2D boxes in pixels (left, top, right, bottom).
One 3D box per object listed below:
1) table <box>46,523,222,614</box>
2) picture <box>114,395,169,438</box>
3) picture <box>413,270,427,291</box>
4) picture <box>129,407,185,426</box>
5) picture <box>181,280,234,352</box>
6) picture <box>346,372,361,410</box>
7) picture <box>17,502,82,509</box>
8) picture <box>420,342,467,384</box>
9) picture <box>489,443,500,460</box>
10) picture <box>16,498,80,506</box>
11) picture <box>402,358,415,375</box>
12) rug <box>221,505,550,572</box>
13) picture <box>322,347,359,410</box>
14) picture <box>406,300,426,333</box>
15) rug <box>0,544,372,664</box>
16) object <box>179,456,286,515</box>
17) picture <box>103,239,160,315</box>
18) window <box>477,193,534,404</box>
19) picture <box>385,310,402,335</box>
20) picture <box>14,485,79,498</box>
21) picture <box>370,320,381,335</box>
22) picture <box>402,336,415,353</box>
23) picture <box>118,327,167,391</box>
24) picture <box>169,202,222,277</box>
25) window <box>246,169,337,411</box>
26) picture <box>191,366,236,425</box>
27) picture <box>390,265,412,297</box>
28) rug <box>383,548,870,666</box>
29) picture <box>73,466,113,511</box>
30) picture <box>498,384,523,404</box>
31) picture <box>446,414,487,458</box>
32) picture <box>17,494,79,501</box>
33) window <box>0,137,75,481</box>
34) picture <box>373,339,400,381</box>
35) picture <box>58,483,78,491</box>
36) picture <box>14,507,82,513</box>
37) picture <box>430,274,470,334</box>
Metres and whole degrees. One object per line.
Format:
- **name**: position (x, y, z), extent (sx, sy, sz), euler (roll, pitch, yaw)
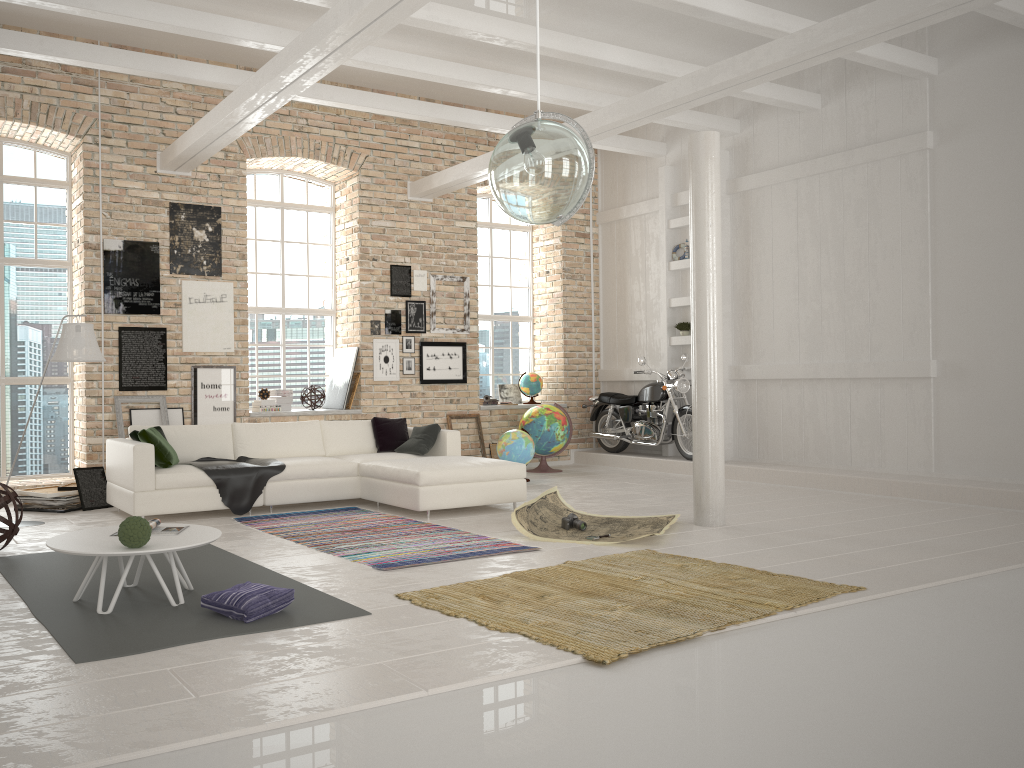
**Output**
- **table**: position (-2.026, 0.994, 4.809), extent (0.875, 0.342, 0.947), euler (-1, 0, -19)
- **picture**: position (-3.878, 0.414, 9.378), extent (0.512, 0.582, 0.301), euler (-1, 0, -33)
- **picture**: position (-1.157, -1.305, 11.245), extent (0.183, 0.259, 0.013), euler (-1, 0, -32)
- **picture**: position (-3.777, 0.542, 9.522), extent (0.541, 0.568, 0.156), euler (-1, 0, -32)
- **picture**: position (-3.364, -0.744, 9.871), extent (0.555, 0.784, 0.039), euler (-1, 0, -32)
- **picture**: position (-1.993, 0.089, 10.898), extent (0.162, 0.460, 0.385), euler (-1, 0, -35)
- **picture**: position (-4.341, 1.134, 8.675), extent (0.594, 0.048, 0.776), euler (-1, 0, 2)
- **picture**: position (-0.879, -0.270, 11.395), extent (0.671, 0.535, 0.033), euler (-1, 0, -32)
- **picture**: position (-0.169, 0.960, 11.795), extent (0.252, 0.351, 0.101), euler (-1, 0, -32)
- **picture**: position (-4.301, 1.095, 8.677), extent (0.621, 0.048, 0.739), euler (-1, 0, 26)
- **picture**: position (-1.290, -0.224, 11.150), extent (0.165, 0.213, 0.012), euler (-1, 0, -32)
- **rug**: position (-1.117, 1.154, 6.891), extent (1.322, 0.008, 2.850), euler (-1, 0, -36)
- **picture**: position (-2.116, -0.067, 11.019), extent (0.230, 0.763, 0.624), euler (-1, 0, -35)
- **picture**: position (-1.205, -0.842, 11.199), extent (0.275, 0.409, 0.011), euler (-1, 0, -32)
- **rug**: position (-2.113, 1.164, 5.228), extent (1.350, 0.041, 2.886), euler (-1, 0, -36)
- **object**: position (-2.583, 0.920, 8.149), extent (0.840, 0.464, 0.825), euler (-1, 0, -35)
- **picture**: position (-4.035, -1.132, 9.469), extent (0.556, 0.785, 0.039), euler (-1, 0, -32)
- **window**: position (3.172, -1.235, 7.748), extent (1.344, 2.988, 12.146), euler (-1, 0, -35)
- **picture**: position (-1.471, -0.765, 11.042), extent (0.216, 0.306, 0.015), euler (-1, 0, -32)
- **picture**: position (-4.309, 1.019, 8.644), extent (0.626, 0.048, 0.733), euler (-1, 0, 33)
- **picture**: position (-1.671, -0.690, 10.919), extent (0.127, 0.178, 0.009), euler (-1, 0, -26)
- **picture**: position (-1.294, -0.492, 11.151), extent (0.165, 0.213, 0.012), euler (-1, 0, -32)
- **picture**: position (-3.947, -0.267, 9.530), extent (0.481, 0.681, 0.068), euler (-1, 0, -32)
- **picture**: position (-3.488, -1.587, 9.829), extent (0.554, 0.783, 0.039), euler (-1, 0, -32)
- **window**: position (0.616, -1.201, 6.171), extent (1.344, 2.988, 12.146), euler (-1, 0, -35)
- **picture**: position (-3.307, 0.175, 9.896), extent (0.488, 0.756, 0.013), euler (-1, 0, -32)
- **picture**: position (-1.383, -1.282, 11.100), extent (0.278, 0.394, 0.020), euler (-1, 0, -32)
- **rug**: position (0.633, 1.127, 4.854), extent (2.057, 0.021, 1.639), euler (-1, 0, -39)
- **picture**: position (-3.985, 0.996, 8.487), extent (0.205, 0.404, 0.309), euler (-1, 0, 34)
- **picture**: position (-0.027, 0.149, 12.740), extent (0.369, 0.292, 0.072), euler (-1, 0, -32)
- **picture**: position (-0.568, 0.764, 11.453), extent (0.476, 0.748, 0.236), euler (-1, 0, -32)
- **picture**: position (-4.326, 1.056, 8.667), extent (0.609, 0.048, 0.755), euler (-1, 0, 14)
- **window**: position (-1.960, -0.835, 4.577), extent (1.344, 3.655, 12.146), euler (-1, 0, -35)
- **picture**: position (-1.547, -0.296, 10.987), extent (0.344, 0.514, 0.014), euler (-1, 0, -32)
- **picture**: position (-4.235, 0.997, 8.722), extent (0.287, 0.048, 0.390), euler (-1, 0, -7)
- **picture**: position (-4.314, 1.170, 8.650), extent (0.612, 0.048, 0.753), euler (-1, 0, 16)
- **picture**: position (-0.797, -1.018, 11.453), extent (0.568, 0.749, 0.027), euler (-1, 0, -31)
